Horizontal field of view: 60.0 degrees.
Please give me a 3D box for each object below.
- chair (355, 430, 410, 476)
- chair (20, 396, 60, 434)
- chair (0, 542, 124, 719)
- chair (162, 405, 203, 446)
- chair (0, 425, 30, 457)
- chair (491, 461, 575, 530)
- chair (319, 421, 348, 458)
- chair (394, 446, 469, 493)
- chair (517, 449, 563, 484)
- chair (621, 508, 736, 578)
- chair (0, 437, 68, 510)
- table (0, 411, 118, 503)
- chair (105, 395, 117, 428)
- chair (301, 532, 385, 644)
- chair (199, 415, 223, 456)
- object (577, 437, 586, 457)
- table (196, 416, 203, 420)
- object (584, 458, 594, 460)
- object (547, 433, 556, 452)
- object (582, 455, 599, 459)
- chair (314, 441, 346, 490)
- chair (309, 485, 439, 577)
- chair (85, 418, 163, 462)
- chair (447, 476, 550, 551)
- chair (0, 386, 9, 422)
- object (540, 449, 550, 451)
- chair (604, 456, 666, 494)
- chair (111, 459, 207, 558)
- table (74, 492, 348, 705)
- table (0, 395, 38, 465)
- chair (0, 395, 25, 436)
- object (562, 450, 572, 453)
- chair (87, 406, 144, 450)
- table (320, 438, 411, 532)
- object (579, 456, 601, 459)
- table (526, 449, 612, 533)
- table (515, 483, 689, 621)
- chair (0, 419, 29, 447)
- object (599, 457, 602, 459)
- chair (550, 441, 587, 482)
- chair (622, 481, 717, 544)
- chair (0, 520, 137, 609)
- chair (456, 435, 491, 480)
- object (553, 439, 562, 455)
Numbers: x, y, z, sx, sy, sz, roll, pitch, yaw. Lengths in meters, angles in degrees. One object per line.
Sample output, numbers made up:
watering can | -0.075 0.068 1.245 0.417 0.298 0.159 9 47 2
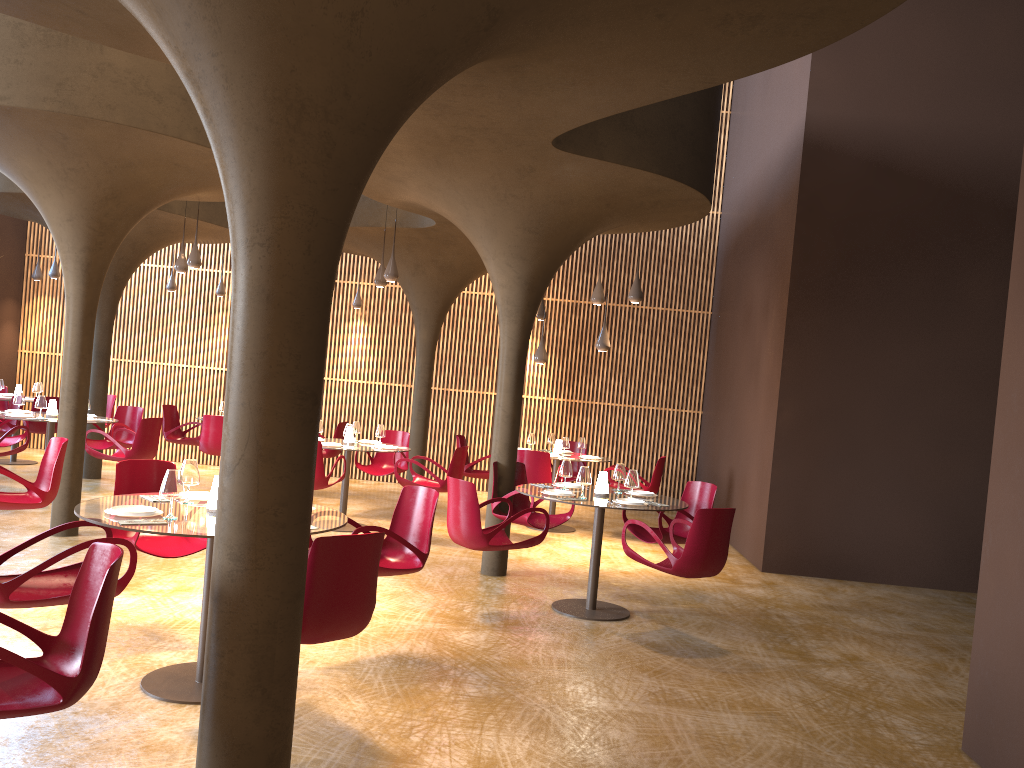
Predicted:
chair | -1.865 1.019 13.103 0.624 0.636 0.873 5 0 13
chair | -7.734 0.495 14.544 0.871 0.636 0.625 6 1 43
chair | -2.054 0.987 3.554 0.873 0.636 0.624 5 1 -34
chair | -5.436 0.702 14.869 0.872 0.636 0.625 5 1 8
chair | -6.536 0.597 10.984 0.625 0.636 0.872 5 0 8
chair | 0.166 1.196 9.540 0.625 0.636 0.871 5 1 -40
chair | -3.193 0.903 14.726 0.872 0.636 0.625 5 1 3
chair | -1.029 1.092 11.640 0.872 0.636 0.625 5 1 13
chair | 0.344 1.216 12.288 0.624 0.636 0.873 5 0 13
chair | 1.457 1.309 7.578 0.625 0.636 0.871 5 1 -35
chair | -4.412 0.782 7.801 0.873 0.636 0.624 5 1 -39
table | -6.342 1.007 12.131 1.670 1.131 1.673 5 0 22
chair | -7.729 0.498 16.232 0.624 0.636 0.873 6 1 43
chair | -1.130 1.072 4.920 0.871 0.636 0.625 6 1 43
chair | -4.448 0.788 13.672 0.625 0.636 0.872 5 0 -2
object | 1.056 0.958 13.449 0.142 0.295 0.142 5 1 -9
table | -4.454 1.181 14.841 1.671 1.131 1.672 5 0 12
object | 1.171 1.107 13.253 0.204 0.012 0.411 5 0 10
object | 0.613 0.919 13.880 0.142 0.295 0.142 5 1 -15
object | 1.172 1.096 13.258 0.263 0.029 0.263 5 0 -2
chair | -2.446 0.964 10.820 0.625 0.636 0.872 5 0 8
chair | -0.984 1.088 6.554 0.873 0.636 0.624 5 1 -42
chair | -5.119 0.725 11.804 0.872 0.636 0.625 5 1 13
chair | -0.185 1.162 7.938 0.873 0.636 0.624 5 1 -35
chair | -9.357 0.352 16.101 0.625 0.636 0.871 4 1 -42
object | 0.530 1.057 14.112 0.126 0.017 0.262 5 0 20
chair | 1.810 1.349 13.117 0.872 0.636 0.625 5 1 13
chair | -2.659 0.938 6.703 0.625 0.636 0.871 4 1 -42
table | -1.962 1.390 5.768 1.674 1.131 1.670 5 0 -37
table | -8.639 0.806 15.426 1.670 1.131 1.674 6 1 45
chair | -7.975 0.472 13.587 0.624 0.636 0.873 6 1 43
object | 0.808 1.065 13.991 0.263 0.029 0.263 5 0 30
chair | -5.955 0.653 13.267 0.624 0.636 0.873 5 0 13
table | -2.252 1.374 11.967 1.670 1.131 1.673 5 0 22
object | 1.172 1.106 13.258 0.332 0.014 0.331 5 0 -8
table | 0.639 1.636 13.489 1.670 1.131 1.673 5 0 23
table | 0.816 1.644 8.618 1.673 1.131 1.670 5 0 -29
chair | -7.302 0.530 12.335 0.872 0.636 0.625 5 1 18
object | 1.263 1.122 13.546 0.262 0.017 0.126 5 0 14
chair | 0.898 1.269 14.475 0.624 0.636 0.873 5 0 18
chair | 1.679 1.331 9.203 0.873 0.636 0.624 5 1 -30
chair | -2.674 0.934 5.063 0.873 0.636 0.624 5 1 -37
chair | -0.457 1.147 13.716 0.872 0.636 0.625 5 1 8
object | 0.699 0.957 13.471 0.144 0.232 0.142 5 1 -2
